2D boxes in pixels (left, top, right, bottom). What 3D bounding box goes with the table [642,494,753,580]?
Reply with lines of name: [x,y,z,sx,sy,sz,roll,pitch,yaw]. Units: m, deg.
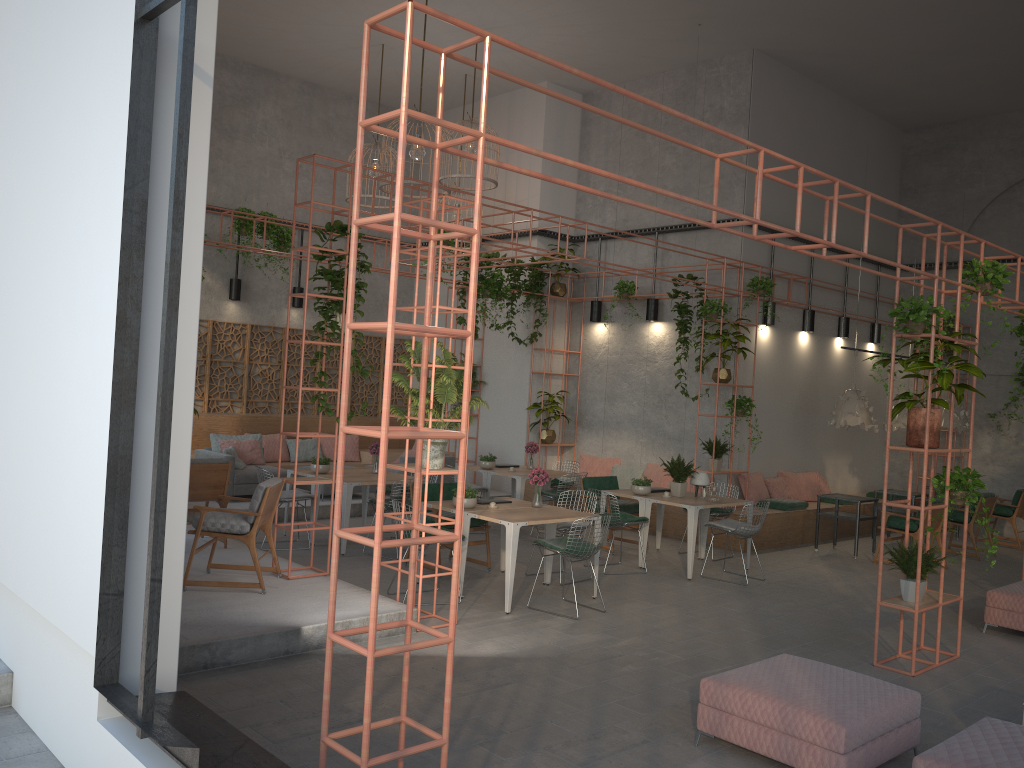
table: [2.220,1.793,10.560,1.214,0.830,0.694,4,0,-43]

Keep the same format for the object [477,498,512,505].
object: [-0.242,1.237,9.314,0.427,0.031,0.268,4,0,-43]

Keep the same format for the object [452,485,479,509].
object: [-0.466,1.115,8.807,0.252,0.247,0.247,4,0,-43]

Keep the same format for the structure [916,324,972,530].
structure: [7.630,0.755,15.710,0.430,3.597,0.630,4,0,-43]

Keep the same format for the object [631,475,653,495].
object: [1.562,1.216,10.710,0.254,0.247,0.248,4,0,-43]

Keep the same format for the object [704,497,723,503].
object: [2.374,1.363,10.436,0.218,0.041,0.218,4,0,-34]

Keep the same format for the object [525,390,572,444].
object: [0.585,0.551,15.154,0.903,0.919,0.934,3,0,19]

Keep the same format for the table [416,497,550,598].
table: [-0.283,1.652,9.165,1.205,0.830,0.694,4,0,-43]

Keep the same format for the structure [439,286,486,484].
structure: [-0.928,0.033,16.170,0.424,3.596,0.624,4,0,-43]

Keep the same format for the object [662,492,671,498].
object: [1.852,1.321,10.622,0.115,0.078,0.115,4,0,-37]

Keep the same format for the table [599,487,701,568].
table: [1.744,1.765,11.069,1.205,0.830,0.694,4,0,-43]

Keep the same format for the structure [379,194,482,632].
structure: [-0.723,0.236,7.646,0.424,3.602,0.624,4,0,-43]

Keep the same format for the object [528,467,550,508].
object: [0.267,1.063,9.134,0.213,0.414,0.225,3,0,40]

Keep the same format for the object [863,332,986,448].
object: [3.317,0.036,7.087,0.924,0.946,0.923,3,0,13]

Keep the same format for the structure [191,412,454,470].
structure: [-4.268,1.079,13.449,9.152,1.111,3.396,4,0,-43]

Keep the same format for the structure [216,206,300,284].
structure: [-4.141,-2.332,14.494,1.434,1.290,0.670,4,0,-43]

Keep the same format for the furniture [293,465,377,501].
furniture: [-2.736,1.500,13.675,0.975,0.446,0.941,4,0,-43]

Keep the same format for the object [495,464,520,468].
object: [-0.128,1.224,13.290,0.427,0.031,0.268,4,0,-43]

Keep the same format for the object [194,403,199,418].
object: [-4.205,0.281,10.643,0.903,0.923,0.934,3,0,14]

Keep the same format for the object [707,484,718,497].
object: [2.449,1.316,10.841,0.165,0.154,0.210,3,0,37]

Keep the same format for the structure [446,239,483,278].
structure: [-0.842,-2.312,16.025,0.903,0.803,0.934,3,0,19]

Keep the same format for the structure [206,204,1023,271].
structure: [2.214,-2.471,11.069,15.203,0.110,15.603,4,0,-43]

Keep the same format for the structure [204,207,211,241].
structure: [-5.003,-2.545,13.749,0.605,0.972,0.587,4,0,-44]

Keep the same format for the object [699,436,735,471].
object: [2.904,0.983,12.706,0.368,0.527,0.438,4,0,-43]

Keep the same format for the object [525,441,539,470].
object: [0.287,1.058,13.146,0.213,0.414,0.225,3,0,40]

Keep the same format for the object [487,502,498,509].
object: [-0.193,1.216,8.903,0.115,0.073,0.115,3,0,42]

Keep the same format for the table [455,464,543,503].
table: [-0.170,1.652,13.140,1.205,0.830,0.694,4,0,-43]

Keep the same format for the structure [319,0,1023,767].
structure: [5.815,0.611,7.398,14.689,4.247,4.157,4,0,-43]

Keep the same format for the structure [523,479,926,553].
structure: [3.794,2.075,15.548,5.831,0.500,4.386,4,0,-43]

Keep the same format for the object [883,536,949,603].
object: [3.246,1.500,7.198,0.368,0.527,0.438,4,0,-43]

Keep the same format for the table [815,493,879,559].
table: [4.674,1.978,12.410,0.602,0.798,0.635,4,0,-43]

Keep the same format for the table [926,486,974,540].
table: [7.244,2.137,14.795,0.602,0.798,0.635,4,0,-43]

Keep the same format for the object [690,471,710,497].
object: [2.304,1.236,10.885,0.241,0.313,0.241,3,0,2]

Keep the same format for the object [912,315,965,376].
object: [7.562,-0.683,15.730,0.894,1.101,0.900,3,0,16]

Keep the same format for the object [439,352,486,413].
object: [-0.950,-0.025,16.053,0.900,1.097,0.894,3,0,-14]

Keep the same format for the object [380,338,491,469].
object: [-0.677,0.169,7.589,0.900,1.100,0.894,3,0,-14]

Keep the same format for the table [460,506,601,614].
table: [0.192,1.680,8.656,1.214,0.830,0.694,4,0,-43]

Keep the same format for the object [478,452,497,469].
object: [-0.352,1.102,12.782,0.254,0.247,0.248,4,0,-43]

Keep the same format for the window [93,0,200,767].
window: [0.006,-1.492,1.820,0.089,5.538,4.127,4,0,-43]

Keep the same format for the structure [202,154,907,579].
structure: [1.896,-0.176,14.020,14.096,4.345,4.501,4,0,-44]

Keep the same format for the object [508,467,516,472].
object: [-0.002,1.211,12.628,0.115,0.078,0.115,4,0,-37]

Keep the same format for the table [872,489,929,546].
table: [5.959,2.058,13.602,0.602,0.798,0.635,4,0,-43]

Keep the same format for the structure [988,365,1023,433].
structure: [8.739,0.155,14.980,0.950,1.527,0.921,3,0,-9]

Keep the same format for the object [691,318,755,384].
object: [3.003,-0.482,12.576,0.903,0.947,0.934,3,0,9]

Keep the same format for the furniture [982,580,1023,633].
furniture: [5.126,2.171,8.372,0.976,0.446,0.941,4,0,-43]

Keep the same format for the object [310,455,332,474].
object: [-2.355,0.979,10.925,0.252,0.247,0.247,4,0,-43]

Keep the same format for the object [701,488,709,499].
object: [2.315,1.320,10.670,0.095,0.119,0.095,3,0,-19]

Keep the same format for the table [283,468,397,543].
table: [-2.173,1.528,11.282,1.205,0.830,0.694,4,0,-43]

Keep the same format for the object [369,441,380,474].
object: [-1.720,0.933,11.285,0.213,0.414,0.225,3,0,40]

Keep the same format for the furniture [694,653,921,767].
furniture: [1.757,1.962,5.247,0.976,0.446,0.941,4,0,-43]

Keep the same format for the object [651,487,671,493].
object: [1.787,1.337,11.218,0.427,0.031,0.268,4,0,-43]

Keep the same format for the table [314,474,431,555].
table: [-1.699,1.556,10.775,1.214,0.830,0.694,4,0,-43]

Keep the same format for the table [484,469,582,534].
table: [0.305,1.680,12.632,1.214,0.830,0.694,4,0,-43]

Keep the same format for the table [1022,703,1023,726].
table: [3.367,2.062,5.130,0.916,0.455,0.520,4,0,-43]

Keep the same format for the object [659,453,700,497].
object: [2.011,1.100,10.755,0.368,0.527,0.438,4,0,-43]

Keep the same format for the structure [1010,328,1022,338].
structure: [9.195,-1.271,14.347,1.939,1.514,0.856,3,0,41]

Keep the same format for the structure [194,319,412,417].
structure: [-5.118,-0.021,14.879,9.782,2.103,0.132,4,0,-43]
